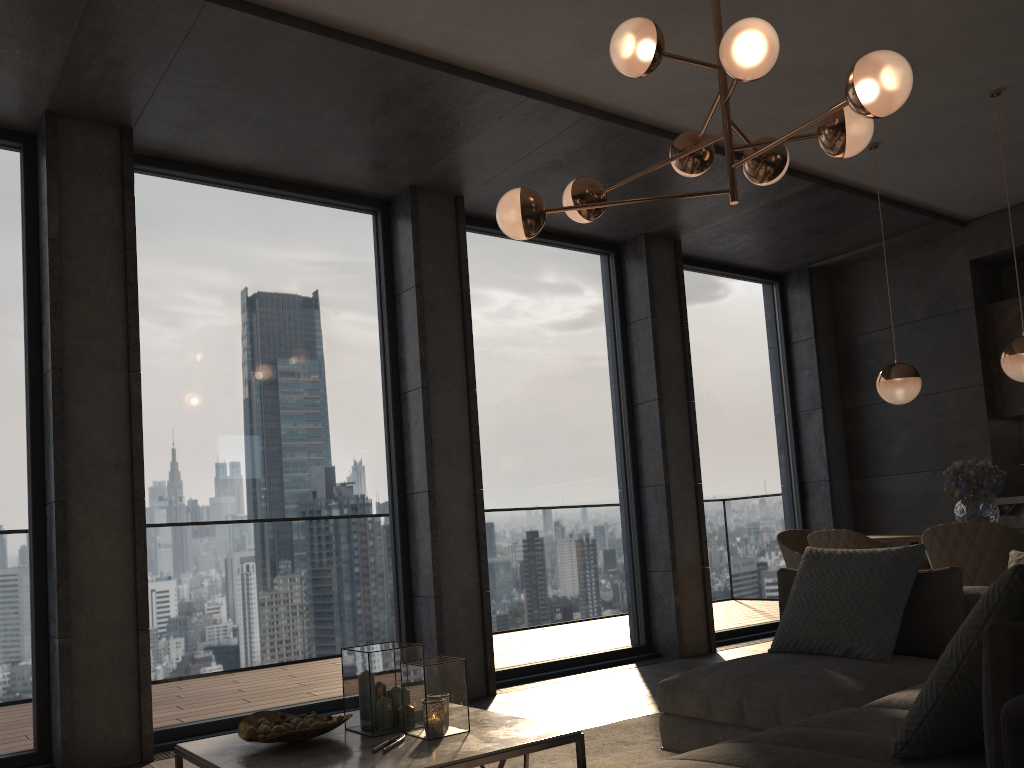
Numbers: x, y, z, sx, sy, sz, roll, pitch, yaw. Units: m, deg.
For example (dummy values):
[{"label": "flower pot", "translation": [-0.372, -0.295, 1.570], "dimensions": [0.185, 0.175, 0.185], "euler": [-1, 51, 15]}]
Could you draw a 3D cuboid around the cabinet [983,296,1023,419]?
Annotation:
[{"label": "cabinet", "translation": [4.744, -0.469, 5.421], "dimensions": [0.369, 0.857, 3.428], "euler": [0, -10, -36]}]

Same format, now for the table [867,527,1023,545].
[{"label": "table", "translation": [2.491, 1.164, 4.667], "dimensions": [0.769, 0.762, 1.481], "euler": [1, -10, -36]}]

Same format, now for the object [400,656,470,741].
[{"label": "object", "translation": [-0.239, 0.968, 2.735], "dimensions": [0.150, 0.219, 0.150], "euler": [1, -8, -36]}]

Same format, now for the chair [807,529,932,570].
[{"label": "chair", "translation": [1.865, 1.155, 4.561], "dimensions": [0.510, 0.829, 0.561], "euler": [-1, -7, -27]}]

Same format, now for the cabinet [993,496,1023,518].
[{"label": "cabinet", "translation": [4.754, 1.013, 5.227], "dimensions": [0.601, 0.941, 3.427], "euler": [1, -10, -36]}]

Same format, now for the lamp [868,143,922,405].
[{"label": "lamp", "translation": [2.178, -0.644, 5.129], "dimensions": [0.239, 1.531, 0.241], "euler": [-1, -6, -31]}]

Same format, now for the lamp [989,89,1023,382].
[{"label": "lamp", "translation": [2.587, -0.771, 4.566], "dimensions": [0.240, 1.531, 0.240], "euler": [-7, -6, 29]}]

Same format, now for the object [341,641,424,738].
[{"label": "object", "translation": [-0.416, 0.983, 2.864], "dimensions": [0.196, 0.259, 0.201], "euler": [1, -8, -36]}]

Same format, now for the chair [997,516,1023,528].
[{"label": "chair", "translation": [2.809, 1.207, 5.227], "dimensions": [0.511, 0.829, 0.560], "euler": [2, -8, -42]}]

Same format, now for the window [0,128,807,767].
[{"label": "window", "translation": [-0.509, 0.377, 5.396], "dimensions": [7.271, 2.974, 0.201], "euler": [3, -8, -36]}]

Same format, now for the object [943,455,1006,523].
[{"label": "object", "translation": [2.482, 0.583, 4.725], "dimensions": [0.299, 0.405, 0.330], "euler": [-7, -7, 24]}]

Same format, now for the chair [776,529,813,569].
[{"label": "chair", "translation": [1.955, 1.298, 5.409], "dimensions": [0.555, 0.829, 0.515], "euler": [0, -7, -32]}]

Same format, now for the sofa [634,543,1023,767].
[{"label": "sofa", "translation": [0.868, 0.865, 2.373], "dimensions": [2.913, 0.777, 2.044], "euler": [3, -12, -36]}]

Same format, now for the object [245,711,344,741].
[{"label": "object", "translation": [-0.676, 1.070, 2.737], "dimensions": [0.280, 0.071, 0.325], "euler": [-13, -13, 42]}]

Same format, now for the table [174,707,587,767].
[{"label": "table", "translation": [-0.423, 1.244, 2.714], "dimensions": [0.931, 0.306, 0.940], "euler": [3, -12, -36]}]

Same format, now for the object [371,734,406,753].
[{"label": "object", "translation": [-0.356, 1.057, 2.597], "dimensions": [0.046, 0.012, 0.182], "euler": [-6, -10, 14]}]

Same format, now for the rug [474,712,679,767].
[{"label": "rug", "translation": [0.073, 1.377, 2.758], "dimensions": [3.146, 0.020, 1.747], "euler": [3, -12, -36]}]

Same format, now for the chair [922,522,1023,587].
[{"label": "chair", "translation": [2.225, 1.044, 4.071], "dimensions": [0.511, 0.829, 0.560], "euler": [2, -8, -42]}]

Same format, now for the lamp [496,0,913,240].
[{"label": "lamp", "translation": [0.742, -1.108, 3.366], "dimensions": [1.471, 1.029, 1.020], "euler": [-9, -9, 30]}]

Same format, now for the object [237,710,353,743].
[{"label": "object", "translation": [-0.670, 1.069, 2.744], "dimensions": [0.349, 0.083, 0.349], "euler": [-10, -11, 31]}]
